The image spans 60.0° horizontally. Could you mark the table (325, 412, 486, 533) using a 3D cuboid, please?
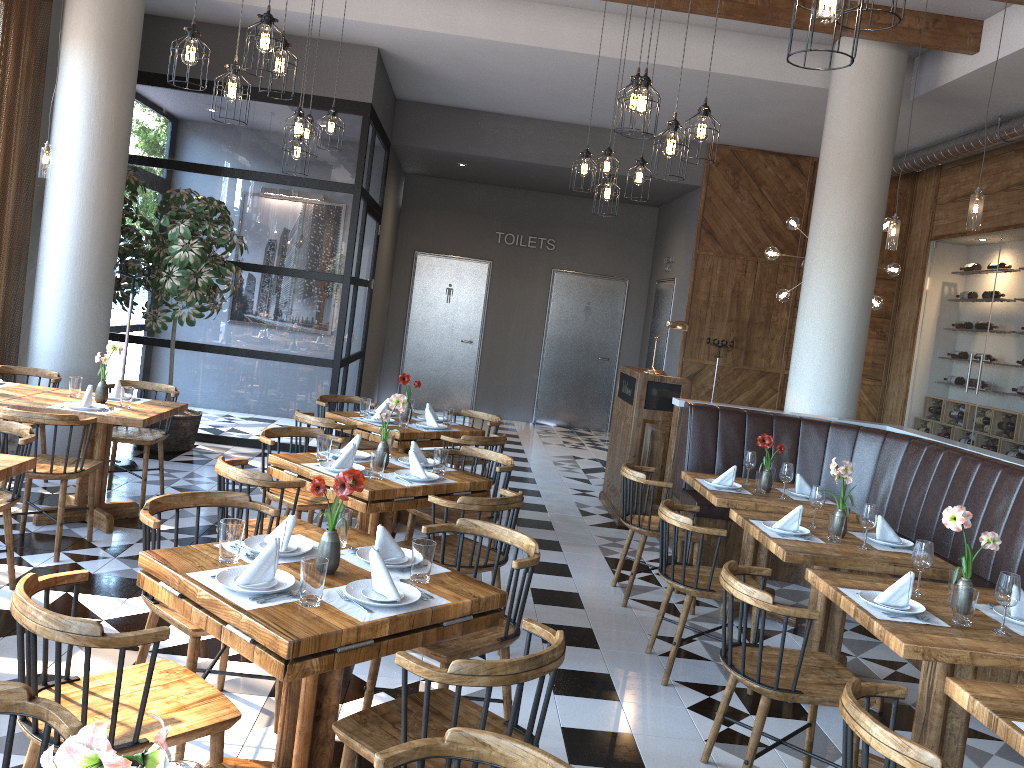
[{"bbox_3d":[-0.839,0.655,6.634,0.867,0.762,0.863,11,5,42],"label":"table"}]

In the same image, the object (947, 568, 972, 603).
[{"bbox_3d":[1.753,0.798,3.481,0.080,0.132,0.080,7,3,-3],"label":"object"}]

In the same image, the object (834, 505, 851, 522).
[{"bbox_3d":[1.699,0.700,4.579,0.080,0.132,0.080,7,3,-3],"label":"object"}]

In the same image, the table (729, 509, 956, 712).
[{"bbox_3d":[1.585,1.147,4.459,0.850,0.762,0.852,7,4,-3],"label":"table"}]

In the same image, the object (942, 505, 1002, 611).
[{"bbox_3d":[1.719,0.669,3.356,0.206,0.399,0.146,7,3,-1],"label":"object"}]

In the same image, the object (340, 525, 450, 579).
[{"bbox_3d":[-0.419,0.551,3.083,0.353,0.137,0.271,11,6,42],"label":"object"}]

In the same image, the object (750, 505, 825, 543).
[{"bbox_3d":[1.380,0.668,4.434,0.272,0.137,0.353,7,4,-3],"label":"object"}]

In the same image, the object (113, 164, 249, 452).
[{"bbox_3d":[-3.305,-0.696,7.980,1.632,2.587,1.384,6,3,-19],"label":"object"}]

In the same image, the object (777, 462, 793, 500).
[{"bbox_3d":[1.654,0.587,5.363,0.081,0.215,0.081,9,3,28],"label":"object"}]

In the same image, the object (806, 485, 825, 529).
[{"bbox_3d":[1.583,0.640,4.613,0.081,0.215,0.081,7,3,-12],"label":"object"}]

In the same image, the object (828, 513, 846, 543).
[{"bbox_3d":[1.586,0.705,4.338,0.080,0.132,0.080,6,3,-18],"label":"object"}]

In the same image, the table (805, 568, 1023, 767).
[{"bbox_3d":[1.639,1.245,3.372,0.850,0.762,0.852,7,4,-3],"label":"table"}]

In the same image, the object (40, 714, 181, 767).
[{"bbox_3d":[-0.500,0.577,1.058,0.207,0.399,0.146,8,3,16],"label":"object"}]

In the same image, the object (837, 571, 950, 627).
[{"bbox_3d":[1.434,0.768,3.328,0.272,0.137,0.353,7,4,-3],"label":"object"}]

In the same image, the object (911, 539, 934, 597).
[{"bbox_3d":[1.636,0.736,3.543,0.081,0.215,0.081,5,3,-40],"label":"object"}]

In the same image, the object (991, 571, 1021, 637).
[{"bbox_3d":[1.763,0.784,3.162,0.081,0.215,0.081,5,3,-40],"label":"object"}]

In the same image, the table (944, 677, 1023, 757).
[{"bbox_3d":[1.693,1.343,2.271,0.850,0.762,0.852,7,4,-3],"label":"table"}]

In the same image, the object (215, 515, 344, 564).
[{"bbox_3d":[-0.794,0.505,3.059,0.273,0.137,0.351,11,6,42],"label":"object"}]

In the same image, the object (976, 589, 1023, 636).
[{"bbox_3d":[1.955,0.833,3.348,0.272,0.137,0.353,7,4,-3],"label":"object"}]

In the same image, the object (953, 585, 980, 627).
[{"bbox_3d":[1.641,0.806,3.213,0.080,0.132,0.080,7,3,2],"label":"object"}]

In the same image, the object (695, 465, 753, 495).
[{"bbox_3d":[1.325,0.570,5.530,0.272,0.137,0.353,7,4,-3],"label":"object"}]

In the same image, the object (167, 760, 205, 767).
[{"bbox_3d":[-0.533,0.679,1.401,0.080,0.132,0.080,5,4,-38],"label":"object"}]

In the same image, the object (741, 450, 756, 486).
[{"bbox_3d":[1.528,0.541,5.715,0.081,0.215,0.081,7,3,-12],"label":"object"}]

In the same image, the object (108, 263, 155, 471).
[{"bbox_3d":[-3.167,-0.144,7.231,0.375,1.655,0.374,8,3,19],"label":"object"}]

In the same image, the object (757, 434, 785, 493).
[{"bbox_3d":[1.598,0.493,5.550,0.156,0.354,0.171,7,3,-10],"label":"object"}]

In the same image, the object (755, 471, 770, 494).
[{"bbox_3d":[1.531,0.606,5.439,0.080,0.132,0.080,6,3,-18],"label":"object"}]

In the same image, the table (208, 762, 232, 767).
[{"bbox_3d":[-0.566,1.151,1.108,0.867,0.762,0.863,11,5,42],"label":"table"}]

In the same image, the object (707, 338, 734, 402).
[{"bbox_3d":[2.450,0.271,10.881,0.375,1.655,0.374,8,3,19],"label":"object"}]

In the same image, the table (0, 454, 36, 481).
[{"bbox_3d":[-2.573,0.693,3.528,0.850,0.762,0.852,7,4,-3],"label":"table"}]

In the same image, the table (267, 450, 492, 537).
[{"bbox_3d":[-0.747,0.824,4.759,0.867,0.762,0.863,11,5,42],"label":"table"}]

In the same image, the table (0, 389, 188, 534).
[{"bbox_3d":[-2.679,0.499,5.679,0.850,0.762,0.852,7,4,-3],"label":"table"}]

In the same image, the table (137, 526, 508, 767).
[{"bbox_3d":[-0.655,0.990,2.903,0.867,0.762,0.863,11,5,42],"label":"table"}]

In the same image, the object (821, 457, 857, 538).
[{"bbox_3d":[1.637,0.567,4.451,0.146,0.399,0.207,7,3,4],"label":"object"}]

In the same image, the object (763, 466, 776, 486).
[{"bbox_3d":[1.644,0.601,5.681,0.080,0.132,0.080,7,3,-3],"label":"object"}]

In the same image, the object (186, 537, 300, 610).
[{"bbox_3d":[-0.769,0.540,2.682,0.353,0.137,0.271,11,6,42],"label":"object"}]

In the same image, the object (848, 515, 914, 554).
[{"bbox_3d":[1.900,0.733,4.454,0.272,0.137,0.353,7,4,-3],"label":"object"}]

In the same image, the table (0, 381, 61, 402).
[{"bbox_3d":[-3.528,0.395,5.632,0.850,0.762,0.852,7,4,-3],"label":"table"}]

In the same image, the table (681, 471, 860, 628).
[{"bbox_3d":[1.530,1.048,5.560,0.850,0.762,0.852,7,4,-3],"label":"table"}]

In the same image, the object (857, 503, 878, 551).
[{"bbox_3d":[1.709,0.685,4.261,0.081,0.215,0.081,9,3,28],"label":"object"}]

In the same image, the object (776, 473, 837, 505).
[{"bbox_3d":[1.846,0.635,5.550,0.272,0.137,0.353,7,4,-3],"label":"object"}]

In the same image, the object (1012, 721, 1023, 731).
[{"bbox_3d":[1.490,0.868,2.207,0.272,0.137,0.353,7,4,-3],"label":"object"}]
